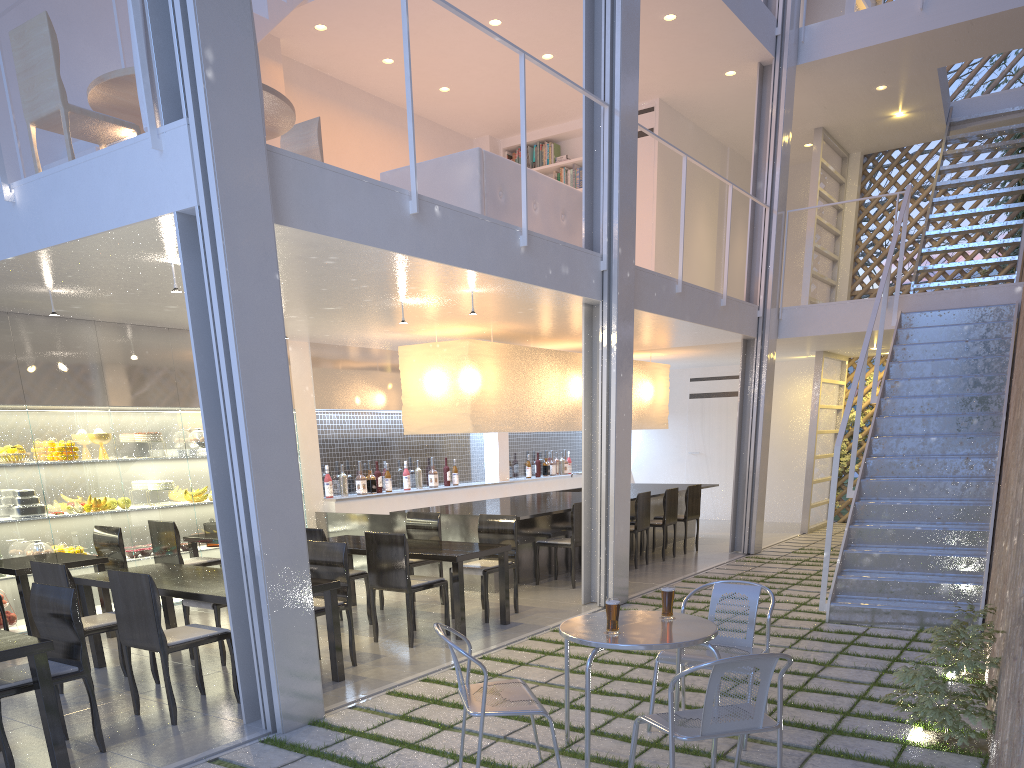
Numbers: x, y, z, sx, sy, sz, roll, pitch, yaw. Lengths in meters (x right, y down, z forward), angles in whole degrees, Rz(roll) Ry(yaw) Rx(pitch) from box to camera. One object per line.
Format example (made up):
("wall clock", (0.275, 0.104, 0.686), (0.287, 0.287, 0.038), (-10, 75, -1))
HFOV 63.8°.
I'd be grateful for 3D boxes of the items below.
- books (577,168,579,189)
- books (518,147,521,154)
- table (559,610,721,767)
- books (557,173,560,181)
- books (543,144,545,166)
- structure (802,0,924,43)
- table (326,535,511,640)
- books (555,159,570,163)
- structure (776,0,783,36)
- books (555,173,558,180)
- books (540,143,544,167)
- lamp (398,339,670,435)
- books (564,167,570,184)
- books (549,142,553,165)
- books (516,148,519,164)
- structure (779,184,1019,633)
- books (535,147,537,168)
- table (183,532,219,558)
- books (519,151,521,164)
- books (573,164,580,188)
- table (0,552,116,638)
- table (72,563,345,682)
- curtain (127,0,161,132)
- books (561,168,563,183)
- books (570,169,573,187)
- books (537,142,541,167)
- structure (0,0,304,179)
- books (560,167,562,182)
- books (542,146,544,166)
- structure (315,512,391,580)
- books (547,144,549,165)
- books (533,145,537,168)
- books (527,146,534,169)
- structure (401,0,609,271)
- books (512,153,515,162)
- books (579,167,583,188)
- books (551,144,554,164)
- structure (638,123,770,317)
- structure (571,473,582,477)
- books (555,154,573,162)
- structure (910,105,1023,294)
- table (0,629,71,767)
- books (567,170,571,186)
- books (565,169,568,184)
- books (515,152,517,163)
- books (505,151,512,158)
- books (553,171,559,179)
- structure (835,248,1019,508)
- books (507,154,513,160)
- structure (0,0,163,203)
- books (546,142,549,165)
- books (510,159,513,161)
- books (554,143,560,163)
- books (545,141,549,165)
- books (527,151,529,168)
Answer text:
("books", (-0.792, -0.528, 4.261), (3.525, 1.769, 0.035), (-2, 13, -43))
("books", (0.070, -1.455, 5.382), (0.011, 0.164, 0.078), (11, 17, 36))
("table", (0.283, 0.710, 1.878), (0.349, 0.356, 0.325), (-2, 7, -3))
("books", (-0.836, -0.509, 4.328), (3.436, 1.791, 0.029), (-2, 12, -45))
("books", (0.230, -1.454, 5.274), (0.005, 0.138, 0.090), (11, 16, 36))
("structure", (1.986, -2.117, 3.921), (1.126, 0.604, 0.025), (-1, 14, 33))
("table", (-0.476, 0.830, 3.430), (0.905, 0.351, 0.336), (-2, 6, 33))
("books", (0.333, -1.406, 5.239), (0.093, 0.022, 0.061), (-3, -2, 34))
("structure", (0.885, -2.118, 3.486), (0.027, 0.592, 1.640), (11, 6, 36))
("books", (-0.859, -0.527, 4.287), (0.117, 1.762, 3.511), (15, 12, 43))
("books", (0.209, -1.459, 5.290), (0.010, 0.151, 0.084), (11, 17, 36))
("lamp", (0.264, 0.063, 4.929), (0.440, 0.451, 2.223), (4, 1, 36))
("books", (-0.806, -0.523, 4.307), (3.435, 1.818, 0.022), (-2, 13, -44))
("books", (0.267, -1.457, 5.250), (0.014, 0.138, 0.090), (11, 16, 36))
("books", (0.059, -1.451, 5.389), (0.011, 0.155, 0.081), (11, 17, 36))
("structure", (1.631, -0.016, 3.809), (1.166, 2.094, 1.858), (5, 10, 28))
("books", (0.180, -1.449, 5.311), (0.014, 0.135, 0.084), (11, 16, 36))
("table", (-1.300, 0.886, 3.968), (0.353, 0.354, 0.336), (3, 8, 34))
("books", (0.082, -1.441, 5.374), (0.020, 0.132, 0.087), (11, 15, 35))
("books", (-0.803, -0.528, 4.288), (3.486, 1.826, 0.029), (-2, 13, -43))
("table", (-1.828, 0.854, 3.238), (0.353, 0.354, 0.336), (3, 8, 34))
("table", (-1.003, 0.798, 2.700), (0.905, 0.351, 0.336), (-2, 6, 33))
("curtain", (-0.942, -1.842, 1.656), (0.504, 2.588, 0.090), (7, 19, 27))
("books", (-0.809, -0.522, 4.310), (3.428, 1.816, 0.022), (-2, 13, -45))
("books", (-0.795, -0.548, 4.269), (3.484, 1.730, 0.028), (-2, 12, -44))
("books", (0.192, -1.464, 5.300), (0.014, 0.163, 0.083), (11, 17, 36))
("structure", (-1.486, -0.740, 2.221), (1.686, 3.542, 3.496), (8, 11, 35))
("books", (0.334, -1.293, 5.270), (0.011, 0.164, 0.078), (11, 17, 36))
("books", (0.222, -1.450, 5.286), (0.018, 0.130, 0.081), (11, 16, 35))
("structure", (-0.858, 0.887, 4.488), (0.549, 0.394, 0.011), (0, 15, 32))
("books", (0.255, -1.454, 5.260), (0.014, 0.133, 0.088), (11, 15, 36))
("books", (0.166, -1.457, 5.323), (0.026, 0.153, 0.074), (10, 17, 35))
("books", (0.132, -1.455, 5.343), (0.024, 0.155, 0.079), (10, 17, 35))
("structure", (-0.125, -0.766, 2.465), (0.027, 0.592, 1.638), (11, 6, 36))
("books", (0.032, -1.441, 5.418), (0.020, 0.140, 0.066), (11, 17, 35))
("books", (-0.768, -0.534, 4.265), (3.494, 1.758, 0.043), (-2, 13, -42))
("books", (0.277, -1.454, 5.248), (0.006, 0.129, 0.085), (11, 16, 36))
("structure", (0.918, -0.703, 3.908), (0.027, 0.592, 1.640), (11, 6, 36))
("structure", (0.434, 0.647, 5.417), (0.111, 0.132, 0.032), (4, 16, 32))
("books", (0.332, -1.429, 5.227), (0.093, 0.022, 0.061), (-4, -2, 39))
("structure", (2.810, -1.410, 4.865), (0.525, 2.015, 1.184), (8, 14, 30))
("table", (-1.274, 0.752, 1.858), (0.353, 0.354, 0.336), (3, 8, 34))
("books", (-0.798, -0.529, 4.268), (3.493, 1.763, 0.033), (-2, 12, -45))
("books", (0.366, -1.286, 5.245), (0.008, 0.144, 0.090), (11, 16, 36))
("books", (0.050, -1.442, 5.406), (0.020, 0.140, 0.066), (11, 17, 35))
("books", (-0.012, -1.444, 5.434), (0.014, 0.152, 0.084), (11, 17, 36))
("books", (0.294, -1.285, 5.299), (0.014, 0.152, 0.074), (11, 17, 36))
("structure", (2.959, 0.074, 6.119), (1.119, 2.135, 0.273), (6, 18, 31))
("books", (-0.004, -1.436, 5.429), (0.005, 0.132, 0.090), (11, 15, 36))
("structure", (-1.737, -0.159, 1.730), (1.338, 1.912, 1.370), (5, 12, 34))
("books", (0.244, -1.458, 5.264), (0.008, 0.144, 0.090), (11, 16, 36))
("books", (0.017, -1.423, 5.437), (0.020, 0.106, 0.059), (10, 16, 35))
("books", (0.288, -1.457, 5.250), (0.006, 0.138, 0.068), (11, 17, 36))
("books", (0.238, -1.463, 5.270), (0.009, 0.156, 0.085), (11, 17, 36))
("books", (0.124, -1.455, 5.348), (0.024, 0.155, 0.079), (10, 17, 35))
